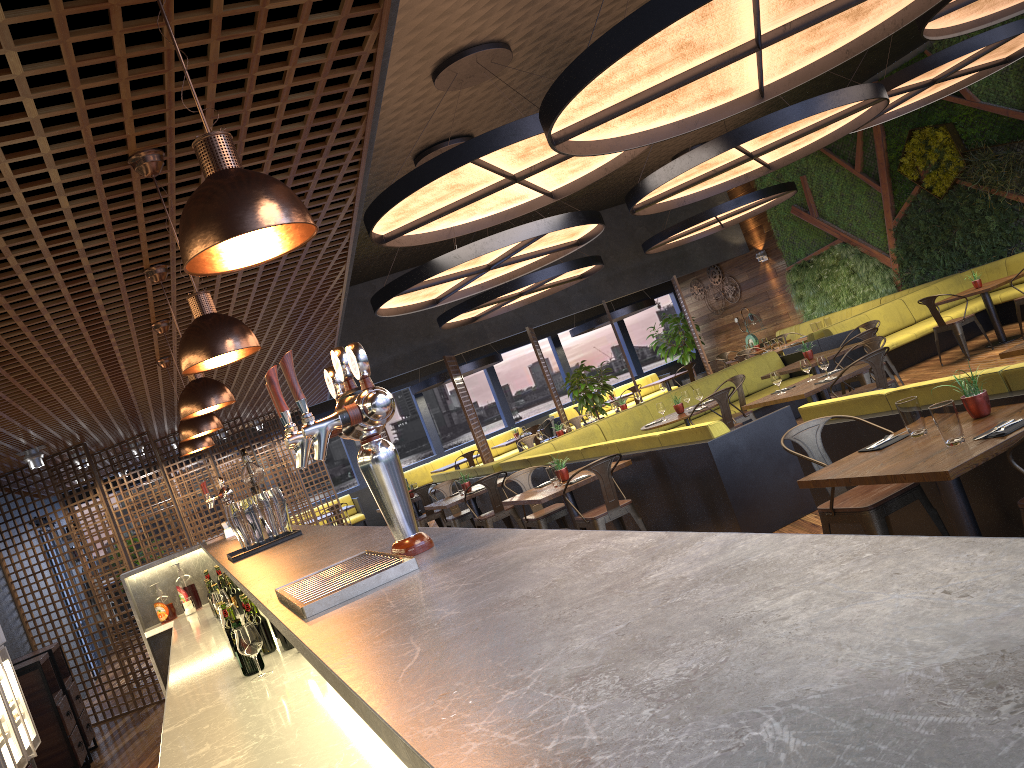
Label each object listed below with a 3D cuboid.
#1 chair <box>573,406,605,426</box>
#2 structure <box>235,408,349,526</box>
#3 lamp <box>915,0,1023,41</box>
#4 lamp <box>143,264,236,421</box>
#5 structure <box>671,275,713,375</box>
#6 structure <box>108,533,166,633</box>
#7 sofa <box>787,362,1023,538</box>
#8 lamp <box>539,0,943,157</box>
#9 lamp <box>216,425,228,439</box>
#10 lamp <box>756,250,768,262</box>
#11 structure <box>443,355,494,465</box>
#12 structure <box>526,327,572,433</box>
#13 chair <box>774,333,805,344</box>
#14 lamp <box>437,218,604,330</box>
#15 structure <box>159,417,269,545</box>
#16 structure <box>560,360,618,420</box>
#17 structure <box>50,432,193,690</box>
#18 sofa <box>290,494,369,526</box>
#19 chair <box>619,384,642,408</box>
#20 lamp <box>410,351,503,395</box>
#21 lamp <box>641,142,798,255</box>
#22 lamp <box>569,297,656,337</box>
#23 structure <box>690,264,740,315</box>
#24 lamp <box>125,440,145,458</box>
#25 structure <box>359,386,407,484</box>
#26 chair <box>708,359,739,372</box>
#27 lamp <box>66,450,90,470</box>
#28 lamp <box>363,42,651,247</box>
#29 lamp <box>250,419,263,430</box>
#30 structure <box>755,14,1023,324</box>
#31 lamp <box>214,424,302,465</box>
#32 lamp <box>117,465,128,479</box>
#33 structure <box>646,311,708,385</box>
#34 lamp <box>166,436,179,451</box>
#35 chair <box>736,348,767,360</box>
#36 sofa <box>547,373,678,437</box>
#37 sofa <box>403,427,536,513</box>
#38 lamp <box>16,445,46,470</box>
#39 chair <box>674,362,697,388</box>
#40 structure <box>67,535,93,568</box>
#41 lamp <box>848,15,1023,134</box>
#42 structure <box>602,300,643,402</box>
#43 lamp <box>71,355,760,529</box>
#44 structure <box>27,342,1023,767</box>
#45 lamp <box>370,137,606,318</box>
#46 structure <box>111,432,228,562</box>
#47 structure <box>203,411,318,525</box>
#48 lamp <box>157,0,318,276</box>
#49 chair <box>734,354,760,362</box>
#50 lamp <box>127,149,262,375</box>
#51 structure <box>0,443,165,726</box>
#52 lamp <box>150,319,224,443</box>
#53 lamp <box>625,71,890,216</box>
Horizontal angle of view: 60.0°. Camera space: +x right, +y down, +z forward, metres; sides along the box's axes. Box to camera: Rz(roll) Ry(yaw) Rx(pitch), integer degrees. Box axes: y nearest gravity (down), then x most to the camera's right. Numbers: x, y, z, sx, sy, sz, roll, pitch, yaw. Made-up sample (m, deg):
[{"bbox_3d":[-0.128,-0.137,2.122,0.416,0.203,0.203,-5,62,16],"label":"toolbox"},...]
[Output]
[{"bbox_3d":[1.721,0.832,18.870,0.541,0.917,0.504,-21,-1,-22],"label":"chair"},{"bbox_3d":[-3.633,1.866,14.946,1.319,2.700,0.050,-21,-1,8],"label":"structure"},{"bbox_3d":[4.632,-4.130,7.366,2.778,1.159,2.778,-20,-1,-45],"label":"lamp"},{"bbox_3d":[-1.462,-0.197,3.929,0.250,0.673,0.250,-21,-1,10],"label":"lamp"},{"bbox_3d":[3.752,-0.905,17.999,0.050,2.700,0.852,-21,-1,8],"label":"structure"},{"bbox_3d":[-6.895,3.630,16.468,0.993,1.763,1.166,-21,-1,38],"label":"structure"},{"bbox_3d":[2.796,0.232,4.312,0.966,0.914,3.061,-21,-1,-22],"label":"sofa"},{"bbox_3d":[1.252,-2.681,5.368,2.778,1.475,2.778,-21,-1,32],"label":"lamp"},{"bbox_3d":[-4.310,0.732,13.178,0.228,0.172,0.228,-21,-1,-22],"label":"lamp"},{"bbox_3d":[5.284,-2.697,18.869,0.189,0.215,0.215,-21,-1,-22],"label":"lamp"},{"bbox_3d":[-0.670,0.753,16.074,0.050,2.700,0.852,-21,-1,8],"label":"structure"},{"bbox_3d":[0.804,0.200,16.716,0.050,2.700,0.852,-21,-1,8],"label":"structure"},{"bbox_3d":[5.066,-0.484,15.703,0.504,0.917,0.541,-21,-1,-22],"label":"chair"},{"bbox_3d":[-0.101,-2.050,14.072,2.778,1.475,2.778,-21,-1,-22],"label":"lamp"},{"bbox_3d":[-3.950,1.955,12.561,1.319,2.700,0.050,-21,-1,8],"label":"structure"},{"bbox_3d":[1.507,0.429,16.242,0.993,1.763,1.166,-21,-1,38],"label":"structure"},{"bbox_3d":[-4.266,2.043,10.177,1.319,2.700,0.050,-21,-1,8],"label":"structure"},{"bbox_3d":[-4.404,3.150,17.566,3.061,0.914,0.966,-21,-1,-22],"label":"sofa"},{"bbox_3d":[2.571,0.502,18.435,0.504,0.917,0.541,-21,-1,-22],"label":"chair"},{"bbox_3d":[-1.486,-1.144,18.077,1.979,2.172,1.979,-21,-1,23],"label":"lamp"},{"bbox_3d":[3.389,-3.440,15.518,2.778,1.362,2.778,-21,-1,32],"label":"lamp"},{"bbox_3d":[1.850,-2.396,19.530,1.979,2.172,1.979,-20,-1,-37],"label":"lamp"},{"bbox_3d":[4.715,-2.199,20.755,0.058,1.178,1.791,-21,-1,-22],"label":"structure"},{"bbox_3d":[-4.575,0.802,10.827,0.228,0.172,0.228,-21,-1,-22],"label":"lamp"},{"bbox_3d":[-2.144,1.305,15.432,0.050,2.700,0.852,-21,-1,8],"label":"structure"},{"bbox_3d":[4.039,-0.084,16.361,0.541,0.917,0.504,-21,-1,-22],"label":"chair"},{"bbox_3d":[-4.691,0.830,9.646,0.228,0.172,0.228,-21,-1,-22],"label":"lamp"},{"bbox_3d":[-0.154,-2.301,7.888,2.778,1.159,2.778,-21,-1,28],"label":"lamp"},{"bbox_3d":[-4.121,0.676,14.399,0.228,0.172,0.228,-21,-1,-22],"label":"lamp"},{"bbox_3d":[7.106,-3.245,14.237,0.918,4.593,9.182,-21,-1,-23],"label":"structure"},{"bbox_3d":[-5.020,0.181,16.538,1.979,2.172,1.979,-21,-1,-16],"label":"lamp"},{"bbox_3d":[-5.902,1.341,13.407,0.228,0.172,0.228,-21,-1,-22],"label":"lamp"},{"bbox_3d":[4.144,-0.735,21.221,1.493,2.184,1.272,-21,-1,-22],"label":"structure"},{"bbox_3d":[-4.528,0.799,11.977,0.228,0.172,0.228,-21,-1,-22],"label":"lamp"},{"bbox_3d":[4.312,-0.201,15.375,0.504,0.917,0.541,-21,-1,-22],"label":"chair"},{"bbox_3d":[2.414,0.594,20.535,3.061,0.914,0.966,-21,-1,-22],"label":"sofa"},{"bbox_3d":[-0.872,1.826,19.104,3.061,0.914,0.966,-21,-1,-22],"label":"sofa"},{"bbox_3d":[-4.351,0.680,8.076,0.228,0.172,0.228,-21,-1,-22],"label":"lamp"},{"bbox_3d":[3.810,0.038,18.975,0.504,0.917,0.541,-21,-1,-22],"label":"chair"},{"bbox_3d":[-7.309,2.819,15.087,0.293,0.563,1.220,-21,-1,-22],"label":"structure"},{"bbox_3d":[5.078,-4.251,11.068,2.778,1.159,2.778,-20,-1,-32],"label":"lamp"},{"bbox_3d":[2.278,-0.352,17.357,0.050,2.700,0.852,-21,-1,8],"label":"structure"},{"bbox_3d":[-1.010,0.823,12.204,9.057,2.714,3.017,-21,-1,-22],"label":"lamp"},{"bbox_3d":[-1.761,1.007,3.964,2.700,2.700,9.298,-21,-1,-22],"label":"structure"},{"bbox_3d":[-0.501,-1.950,10.080,2.778,1.475,2.778,-21,-1,-18],"label":"lamp"},{"bbox_3d":[-4.108,1.999,11.369,1.319,2.700,0.050,-21,-1,8],"label":"structure"},{"bbox_3d":[-3.791,1.910,13.754,1.319,2.700,0.050,-21,-1,8],"label":"structure"},{"bbox_3d":[-0.593,-0.558,1.623,0.250,0.673,0.250,-20,-1,-35],"label":"lamp"},{"bbox_3d":[4.046,-0.113,14.442,0.541,0.917,0.504,-21,-1,-22],"label":"chair"},{"bbox_3d":[-1.009,-0.385,2.728,0.250,0.673,0.250,-21,-1,10],"label":"lamp"},{"bbox_3d":[-4.424,2.088,8.984,1.319,2.700,0.050,-21,-1,8],"label":"structure"},{"bbox_3d":[-1.864,-0.029,4.998,0.250,0.673,0.250,-21,-1,10],"label":"lamp"},{"bbox_3d":[2.284,-3.021,9.328,2.778,1.475,2.778,-21,-1,27],"label":"lamp"}]
